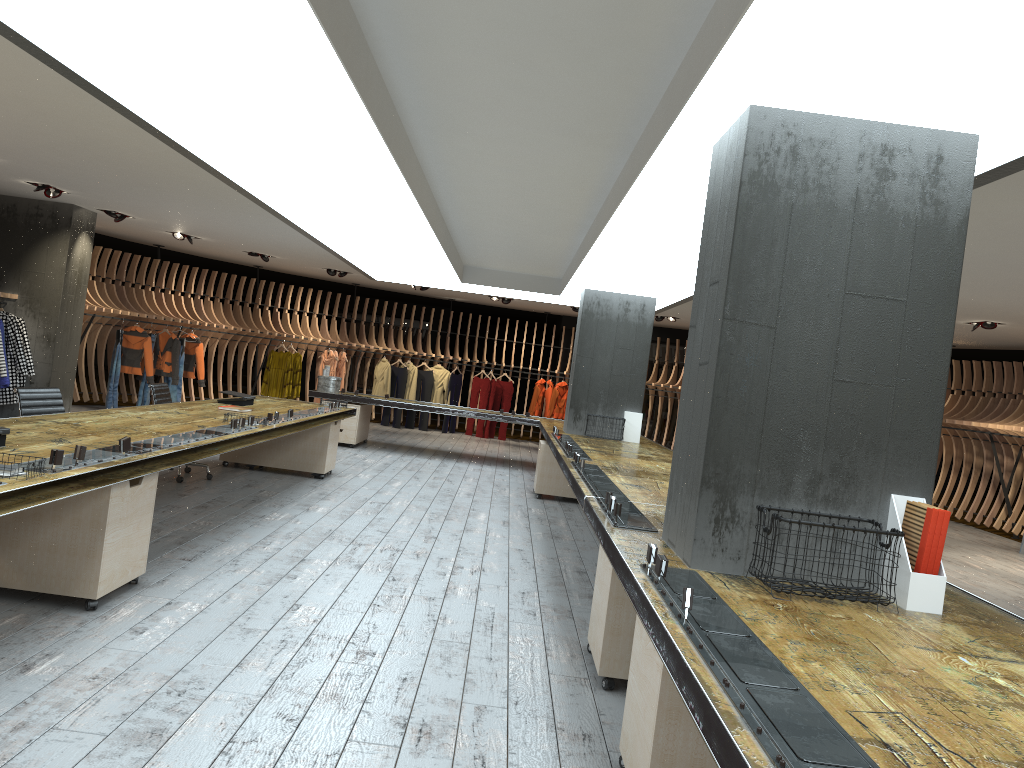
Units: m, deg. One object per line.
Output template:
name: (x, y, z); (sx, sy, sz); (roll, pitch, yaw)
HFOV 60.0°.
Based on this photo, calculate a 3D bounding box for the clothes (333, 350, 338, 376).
clothes: (-3.493, -0.076, 17.104); (0.125, 1.156, 0.447); (8, 0, -30)

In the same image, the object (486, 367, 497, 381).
object: (-0.430, -0.210, 18.153); (0.012, 0.270, 0.525); (8, 0, -30)

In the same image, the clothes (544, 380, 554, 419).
clothes: (0.760, 0.356, 18.183); (0.201, 0.881, 0.839); (7, 0, 5)

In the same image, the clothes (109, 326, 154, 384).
clothes: (-5.998, -0.481, 14.021); (0.840, 0.881, 0.200); (8, 0, 15)

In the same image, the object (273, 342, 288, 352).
object: (-4.266, -0.690, 16.440); (0.525, 0.270, 0.012); (8, 0, 30)

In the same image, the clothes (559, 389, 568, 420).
clothes: (1.203, 0.415, 18.063); (0.200, 0.881, 0.840); (8, 0, -20)

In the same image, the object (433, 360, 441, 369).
object: (-1.482, -0.347, 17.973); (0.525, 0.270, 0.012); (8, 0, 25)

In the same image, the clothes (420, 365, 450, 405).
clothes: (-1.541, 0.070, 17.961); (0.705, 0.890, 0.250); (8, 0, 21)

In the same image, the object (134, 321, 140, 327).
object: (-5.931, -0.881, 14.000); (0.525, 0.270, 0.012); (8, 0, 15)

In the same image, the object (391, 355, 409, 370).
object: (-2.246, -0.443, 17.713); (0.525, 0.270, 0.012); (8, 0, 35)

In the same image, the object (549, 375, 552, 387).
object: (0.794, -0.048, 18.166); (0.012, 0.270, 0.525); (7, 1, 5)

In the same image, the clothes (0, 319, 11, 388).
clothes: (-6.431, -0.307, 10.670); (0.885, 1.239, 0.245); (7, 0, -3)

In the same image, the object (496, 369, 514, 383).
object: (-0.145, -0.173, 18.172); (0.526, 0.270, 0.012); (8, 0, 40)

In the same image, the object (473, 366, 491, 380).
object: (-0.595, -0.232, 18.139); (0.526, 0.270, 0.012); (8, 0, 45)

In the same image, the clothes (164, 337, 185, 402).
clothes: (-5.652, -0.090, 14.798); (0.308, 1.422, 0.200); (8, 0, -28)

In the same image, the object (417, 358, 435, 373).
object: (-1.774, -0.382, 17.875); (0.525, 0.270, 0.012); (8, 0, 25)

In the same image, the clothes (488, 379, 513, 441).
clothes: (-0.249, 0.573, 18.167); (0.552, 1.338, 0.093); (7, 0, 40)

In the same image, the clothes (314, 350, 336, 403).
clothes: (-3.588, -0.087, 17.038); (0.447, 1.156, 0.125); (7, 0, 35)

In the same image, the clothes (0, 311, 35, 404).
clothes: (-6.295, -0.308, 11.017); (0.799, 1.186, 0.191); (7, 0, 0)

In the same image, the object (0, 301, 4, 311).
object: (-6.336, -0.867, 10.998); (0.518, 0.313, 0.012); (7, 0, 0)

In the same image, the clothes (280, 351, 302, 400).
clothes: (-4.203, -0.098, 16.550); (0.665, 1.045, 0.168); (8, 0, 31)

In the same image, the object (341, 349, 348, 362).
object: (-3.282, -0.574, 17.185); (0.012, 0.270, 0.525); (8, 0, -35)

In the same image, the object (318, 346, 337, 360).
object: (-3.525, -0.604, 17.043); (0.525, 0.270, 0.012); (8, 0, 35)

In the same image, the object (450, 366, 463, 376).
object: (-1.115, -0.302, 18.054); (0.012, 0.270, 0.524); (7, 0, 25)

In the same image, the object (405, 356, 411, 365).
object: (-2.066, -0.419, 17.792); (0.526, 0.270, 0.012); (8, 0, 45)

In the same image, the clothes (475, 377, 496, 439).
clothes: (-0.535, 0.536, 18.150); (0.093, 1.338, 0.552); (8, 0, -30)

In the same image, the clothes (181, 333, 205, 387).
clothes: (-5.488, -0.427, 15.038); (0.840, 0.881, 0.200); (8, 0, 30)

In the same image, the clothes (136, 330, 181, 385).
clothes: (-5.722, -0.449, 14.512); (0.840, 0.881, 0.200); (8, 0, 20)

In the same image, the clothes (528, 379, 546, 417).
clothes: (0.530, 0.326, 18.148); (0.201, 0.881, 0.839); (7, 0, 15)

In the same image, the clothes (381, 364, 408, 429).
clothes: (-2.350, 0.298, 17.706); (0.540, 1.353, 0.087); (7, 0, 34)

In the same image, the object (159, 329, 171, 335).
object: (-5.682, -0.853, 14.537); (0.525, 0.270, 0.012); (8, 0, 20)

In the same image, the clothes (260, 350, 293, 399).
clothes: (-4.333, -0.113, 16.422); (0.665, 1.045, 0.168); (8, 0, 31)

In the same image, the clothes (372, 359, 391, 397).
clothes: (-2.594, -0.062, 17.588); (0.249, 0.890, 0.705); (8, 0, -39)

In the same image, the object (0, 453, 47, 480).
object: (-1.994, 0.317, 3.436); (0.302, 0.074, 0.217); (7, 1, -6)

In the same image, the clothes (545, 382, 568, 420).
clothes: (0.964, 0.383, 18.114); (0.201, 0.881, 0.838); (7, 0, 30)

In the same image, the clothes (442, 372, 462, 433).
clothes: (-1.217, 0.439, 18.056); (0.087, 1.353, 0.539); (7, 0, 24)

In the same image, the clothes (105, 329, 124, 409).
clothes: (-6.124, -0.138, 13.709); (0.200, 1.422, 0.309); (8, 0, -23)

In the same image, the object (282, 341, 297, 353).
object: (-4.136, -0.675, 16.567); (0.525, 0.270, 0.012); (8, 0, 30)

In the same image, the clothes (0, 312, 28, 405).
clothes: (-6.285, -0.304, 10.829); (0.807, 1.187, 0.192); (7, 0, 0)

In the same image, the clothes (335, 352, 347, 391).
clothes: (-3.353, -0.058, 17.188); (0.125, 1.156, 0.447); (8, 0, -35)

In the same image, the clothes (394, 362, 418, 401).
clothes: (-2.113, -0.001, 17.798); (0.705, 0.890, 0.249); (8, 0, 41)

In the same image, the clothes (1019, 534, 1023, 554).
clothes: (6.624, 1.560, 10.873); (0.677, 1.434, 0.203); (7, 0, 14)

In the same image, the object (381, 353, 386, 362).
object: (-2.531, -0.478, 17.596); (0.012, 0.270, 0.525); (8, 0, -35)

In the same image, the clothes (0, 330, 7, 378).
clothes: (-6.293, -0.356, 10.465); (0.752, 1.062, 0.128); (7, 0, -2)

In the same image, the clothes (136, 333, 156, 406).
clothes: (-5.904, -0.116, 14.260); (0.200, 1.422, 0.309); (8, 0, -8)

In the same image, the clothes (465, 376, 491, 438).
clothes: (-0.699, 0.515, 18.135); (0.552, 1.338, 0.093); (7, 0, 45)

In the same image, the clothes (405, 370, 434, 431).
clothes: (-1.866, 0.360, 17.877); (0.540, 1.353, 0.087); (7, 0, 24)

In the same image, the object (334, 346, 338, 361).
object: (-3.427, -0.592, 17.111); (0.012, 0.270, 0.525); (8, 0, -30)

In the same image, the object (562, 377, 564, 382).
object: (1.042, -0.015, 18.124); (0.012, 0.270, 0.524); (7, 0, 30)

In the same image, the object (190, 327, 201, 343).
object: (-5.427, -0.828, 15.015); (0.525, 0.270, 0.012); (8, 0, 30)
